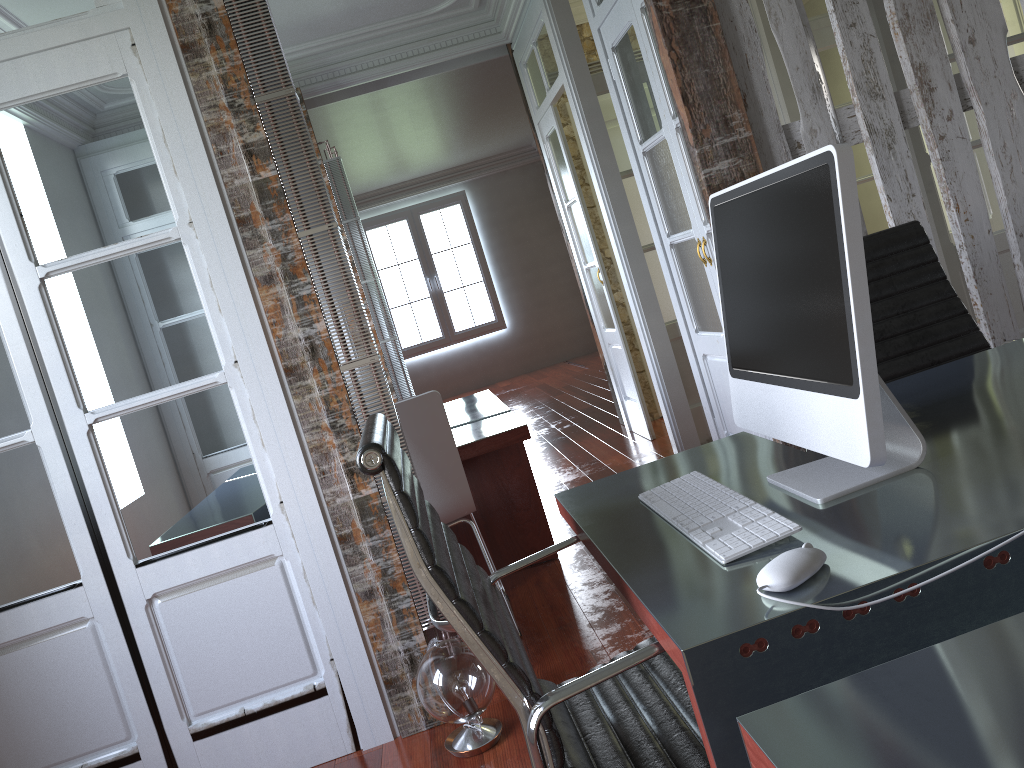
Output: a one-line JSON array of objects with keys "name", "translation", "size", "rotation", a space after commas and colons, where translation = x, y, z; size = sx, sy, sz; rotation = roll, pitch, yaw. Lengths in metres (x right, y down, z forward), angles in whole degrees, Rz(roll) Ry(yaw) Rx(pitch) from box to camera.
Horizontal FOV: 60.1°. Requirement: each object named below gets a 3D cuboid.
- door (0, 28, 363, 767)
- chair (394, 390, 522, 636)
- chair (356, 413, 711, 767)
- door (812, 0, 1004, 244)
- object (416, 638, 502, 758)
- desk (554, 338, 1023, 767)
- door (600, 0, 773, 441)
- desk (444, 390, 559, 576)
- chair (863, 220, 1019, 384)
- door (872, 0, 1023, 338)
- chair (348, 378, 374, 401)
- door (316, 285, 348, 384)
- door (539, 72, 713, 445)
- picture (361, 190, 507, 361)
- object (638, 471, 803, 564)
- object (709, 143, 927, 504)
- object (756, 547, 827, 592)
[{"name": "door", "translation": [-1.254, 0.189, 2.512], "size": [1.162, 2.176, 0.041], "rotation": [-17, 3, -6]}, {"name": "chair", "translation": [-0.345, 0.498, 3.224], "size": [0.476, 0.917, 0.602], "rotation": [-17, 4, -5]}, {"name": "chair", "translation": [0.198, 0.465, 1.426], "size": [0.699, 1.020, 0.667], "rotation": [-17, 4, -1]}, {"name": "door", "translation": [2.356, -1.152, 5.214], "size": [1.078, 2.080, 0.041], "rotation": [-17, 3, -6]}, {"name": "object", "translation": [-0.135, 0.880, 2.436], "size": [0.222, 0.382, 0.234], "rotation": [-19, 4, -27]}, {"name": "desk", "translation": [1.455, 0.241, 1.318], "size": [2.511, 0.726, 1.303], "rotation": [-18, 5, -6]}, {"name": "door", "translation": [0.791, -0.551, 3.570], "size": [0.041, 2.174, 1.059], "rotation": [-17, 3, -5]}, {"name": "desk", "translation": [-0.629, 0.621, 4.147], "size": [1.448, 0.652, 1.716], "rotation": [-18, 5, -5]}, {"name": "chair", "translation": [1.046, 0.136, 2.086], "size": [0.667, 1.020, 0.699], "rotation": [-18, 4, -11]}, {"name": "door", "translation": [2.464, -1.095, 4.367], "size": [1.078, 2.080, 0.041], "rotation": [-17, 3, -6]}, {"name": "chair", "translation": [-0.820, 0.472, 4.854], "size": [0.476, 0.917, 0.602], "rotation": [-17, 4, -5]}, {"name": "door", "translation": [-1.603, -0.030, 5.603], "size": [1.162, 2.176, 0.041], "rotation": [-17, 3, -6]}, {"name": "door", "translation": [0.625, -0.692, 5.411], "size": [0.486, 2.176, 1.181], "rotation": [-19, 4, -31]}, {"name": "picture", "translation": [-1.106, -1.478, 12.104], "size": [1.582, 1.983, 0.127], "rotation": [-17, 3, -6]}, {"name": "object", "translation": [0.305, 0.197, 1.379], "size": [0.119, 0.017, 0.440], "rotation": [-18, 6, -5]}, {"name": "object", "translation": [0.451, -0.091, 1.365], "size": [0.190, 0.484, 0.484], "rotation": [-17, 4, -5]}, {"name": "object", "translation": [0.333, 0.216, 1.053], "size": [0.107, 0.028, 0.058], "rotation": [-21, 7, -37]}]
